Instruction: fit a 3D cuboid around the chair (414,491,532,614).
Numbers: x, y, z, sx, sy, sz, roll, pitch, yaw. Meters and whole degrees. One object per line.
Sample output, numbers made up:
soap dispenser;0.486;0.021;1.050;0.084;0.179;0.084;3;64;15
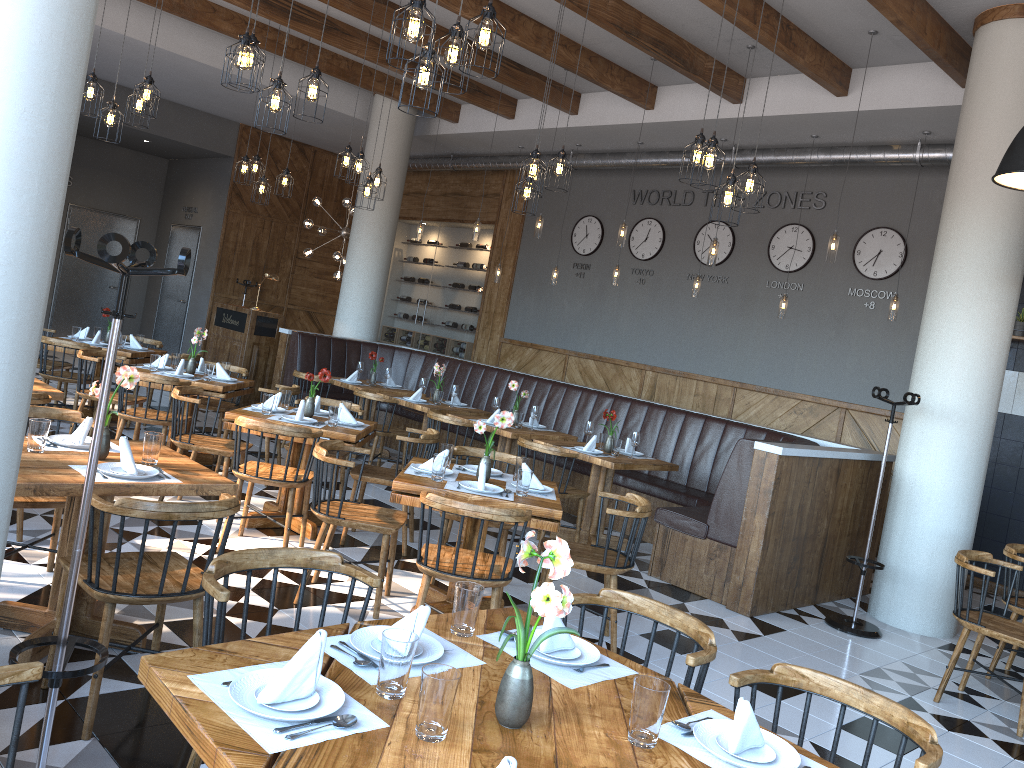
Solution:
chair;-0.229;0.912;4.136;0.519;0.816;0.550;10;2;0

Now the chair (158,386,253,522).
chair;-2.097;0.464;6.067;0.550;0.816;0.520;10;2;0

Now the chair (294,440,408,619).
chair;-0.857;0.761;4.785;0.550;0.816;0.520;10;2;0

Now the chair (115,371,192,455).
chair;-2.750;0.308;6.743;0.519;0.816;0.550;10;2;0

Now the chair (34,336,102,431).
chair;-4.052;-0.005;8.090;0.519;0.816;0.550;10;2;0

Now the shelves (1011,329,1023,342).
shelves;4.834;-0.294;7.945;0.246;0.297;0.908;8;3;-45

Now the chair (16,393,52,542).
chair;-2.861;0.402;4.790;0.518;0.816;0.552;9;2;-45

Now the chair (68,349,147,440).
chair;-3.378;0.157;7.392;0.550;0.816;0.520;10;2;0

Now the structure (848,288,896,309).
structure;3.763;-0.885;9.285;0.021;0.199;0.500;9;3;-45

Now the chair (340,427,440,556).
chair;-0.828;0.692;6.057;0.550;0.816;0.520;10;2;0

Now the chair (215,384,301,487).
chair;-2.109;0.385;7.382;0.550;0.816;0.520;10;2;0

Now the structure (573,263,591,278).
structure;0.949;-1.560;12.195;0.021;0.197;0.307;9;3;-45

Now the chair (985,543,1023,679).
chair;3.274;1.462;5.458;0.518;0.816;0.552;9;2;-45

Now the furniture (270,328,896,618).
furniture;0.083;0.522;8.848;1.911;1.149;6.616;8;4;-45

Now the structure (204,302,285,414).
structure;-3.343;-0.301;11.117;0.643;1.299;1.050;9;2;-45

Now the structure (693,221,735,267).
structure;2.442;-1.700;10.715;0.046;0.560;0.563;9;2;-45

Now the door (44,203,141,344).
door;-7.145;-1.776;15.157;1.203;2.392;0.115;9;2;-45

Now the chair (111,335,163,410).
chair;-4.060;-0.082;9.388;0.519;0.816;0.550;10;2;0

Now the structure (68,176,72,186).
structure;-7.626;-3.395;14.392;0.913;0.166;0.035;7;3;-45

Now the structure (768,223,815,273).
structure;3.146;-1.531;9.987;0.046;0.560;0.563;9;2;-45

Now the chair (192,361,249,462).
chair;-2.736;0.234;8.032;0.519;0.816;0.550;10;2;0

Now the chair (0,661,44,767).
chair;-0.807;0.959;1.569;0.548;0.816;0.522;9;2;-45

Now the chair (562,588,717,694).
chair;0.252;1.086;2.633;0.548;0.816;0.522;9;2;-45

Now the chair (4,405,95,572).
chair;-2.244;0.550;4.152;0.518;0.816;0.552;9;2;-45

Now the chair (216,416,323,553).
chair;-1.469;0.615;5.418;0.519;0.816;0.550;10;2;0

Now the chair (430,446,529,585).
chair;-0.216;0.839;5.425;0.519;0.816;0.550;10;2;0

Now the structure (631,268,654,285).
structure;1.670;-1.387;11.450;0.021;0.199;0.370;9;3;-45

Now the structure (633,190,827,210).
structure;2.523;-2.243;10.731;0.033;0.199;2.741;9;3;-45

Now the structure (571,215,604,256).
structure;1.034;-2.038;12.171;0.046;0.560;0.563;9;2;-45

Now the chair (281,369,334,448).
chair;-2.019;0.302;9.072;0.548;0.816;0.522;9;2;-45

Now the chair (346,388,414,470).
chair;-1.260;0.484;8.287;0.548;0.816;0.522;9;2;-45

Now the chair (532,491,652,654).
chair;0.412;0.989;4.775;0.550;0.816;0.520;10;2;0

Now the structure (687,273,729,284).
structure;2.370;-1.280;10.735;0.021;0.079;0.585;9;3;-45

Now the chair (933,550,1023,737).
chair;2.665;1.388;4.850;0.518;0.816;0.552;9;2;-45

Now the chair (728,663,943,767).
chair;0.686;1.190;2.185;0.548;0.816;0.522;9;2;-45

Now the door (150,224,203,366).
door;-5.704;-1.505;14.937;0.114;2.392;1.212;9;2;-45

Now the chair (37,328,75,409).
chair;-4.680;-0.155;8.739;0.550;0.816;0.520;10;2;0

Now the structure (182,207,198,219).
structure;-5.415;-2.878;14.895;0.025;0.197;0.568;9;3;-45

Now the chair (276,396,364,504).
chair;-1.455;0.541;6.707;0.519;0.816;0.550;10;2;0

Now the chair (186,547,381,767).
chair;-0.631;0.937;2.481;0.518;0.816;0.552;9;2;-45

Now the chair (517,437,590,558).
chair;0.258;0.848;6.717;0.548;0.816;0.522;9;2;-45

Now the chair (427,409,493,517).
chair;-0.501;0.666;7.502;0.548;0.816;0.522;9;2;-45

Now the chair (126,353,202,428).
chair;-3.411;0.072;8.729;0.550;0.816;0.520;10;2;0

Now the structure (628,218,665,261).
structure;1.738;-1.869;11.443;0.046;0.560;0.563;9;2;-45

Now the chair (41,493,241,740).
chair;-1.345;0.766;3.221;0.518;0.816;0.552;9;2;-45
